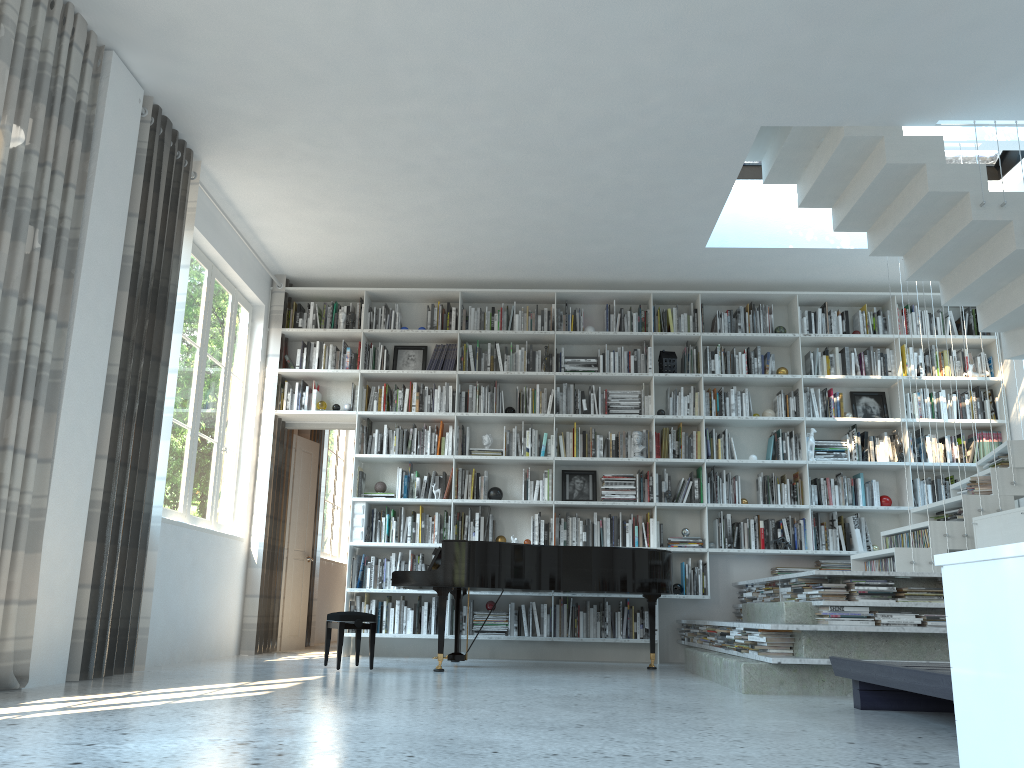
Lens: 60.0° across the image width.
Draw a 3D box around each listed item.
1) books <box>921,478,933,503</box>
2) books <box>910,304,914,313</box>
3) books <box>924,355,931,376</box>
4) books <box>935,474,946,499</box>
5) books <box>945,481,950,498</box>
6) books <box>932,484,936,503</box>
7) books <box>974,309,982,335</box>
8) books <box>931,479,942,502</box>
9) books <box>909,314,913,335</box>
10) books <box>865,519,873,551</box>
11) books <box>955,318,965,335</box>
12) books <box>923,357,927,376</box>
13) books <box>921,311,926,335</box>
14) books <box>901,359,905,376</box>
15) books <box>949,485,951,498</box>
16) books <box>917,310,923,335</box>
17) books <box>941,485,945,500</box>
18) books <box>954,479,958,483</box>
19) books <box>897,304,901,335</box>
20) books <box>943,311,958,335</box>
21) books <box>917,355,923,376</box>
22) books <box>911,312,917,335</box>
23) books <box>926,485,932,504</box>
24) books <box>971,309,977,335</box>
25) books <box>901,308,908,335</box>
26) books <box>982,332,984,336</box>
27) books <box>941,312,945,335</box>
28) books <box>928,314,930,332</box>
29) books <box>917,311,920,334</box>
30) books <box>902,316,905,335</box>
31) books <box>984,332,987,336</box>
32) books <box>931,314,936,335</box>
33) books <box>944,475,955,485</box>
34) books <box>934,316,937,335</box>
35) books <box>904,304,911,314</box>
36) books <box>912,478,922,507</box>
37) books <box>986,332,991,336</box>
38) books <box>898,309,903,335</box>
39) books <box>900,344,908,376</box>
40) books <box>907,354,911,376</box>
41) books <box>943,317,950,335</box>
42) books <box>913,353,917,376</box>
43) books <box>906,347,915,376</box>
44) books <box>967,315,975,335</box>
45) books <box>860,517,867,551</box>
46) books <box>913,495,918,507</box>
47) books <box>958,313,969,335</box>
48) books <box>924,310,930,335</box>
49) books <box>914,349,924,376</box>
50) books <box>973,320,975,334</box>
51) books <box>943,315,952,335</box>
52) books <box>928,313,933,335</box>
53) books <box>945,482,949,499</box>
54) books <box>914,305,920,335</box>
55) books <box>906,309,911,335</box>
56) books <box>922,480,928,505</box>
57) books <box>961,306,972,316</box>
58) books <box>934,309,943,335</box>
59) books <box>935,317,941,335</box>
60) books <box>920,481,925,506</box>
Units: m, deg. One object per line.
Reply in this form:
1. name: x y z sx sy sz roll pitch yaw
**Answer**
1. books: 3.500 0.930 7.469 0.024 0.266 0.133 1 -14 2
2. books: 3.522 -0.522 7.823 0.012 0.325 0.151 1 -14 2
3. books: 3.565 -0.129 7.647 0.025 0.211 0.135 1 -14 2
4. books: 3.612 0.916 7.464 0.013 0.296 0.141 1 -14 2
5. books: 3.646 0.945 7.466 0.027 0.241 0.132 1 -14 2
6. books: 3.524 0.957 7.455 0.025 0.207 0.149 1 -14 2
7. books: 4.056 -0.504 7.771 0.014 0.286 0.190 1 -14 2
8. books: 3.550 0.932 7.433 0.027 0.248 0.184 1 -14 2
9. books: 3.468 -0.482 7.790 0.022 0.228 0.175 1 -14 2
10. books: 2.948 1.272 7.392 0.062 0.273 0.148 1 -14 2
11. books: 3.909 -0.459 7.771 0.024 0.192 0.187 1 -14 2
12. books: 3.534 -0.115 7.679 0.038 0.198 0.171 1 -14 2
13. books: 3.591 -0.491 7.803 0.022 0.258 0.163 1 -14 2
14. books: 3.341 -0.171 7.668 0.036 0.293 0.135 1 -14 2
15. books: 3.669 0.957 7.434 0.021 0.205 0.175 1 -14 2
16. books: 3.566 -0.498 7.810 0.027 0.275 0.148 1 -14 2
17. books: 3.591 0.962 7.453 0.027 0.200 0.164 1 -14 2
18. books: 3.719 0.939 7.457 0.012 0.253 0.161 1 -14 2
19. books: 3.370 -0.524 7.803 0.011 0.312 0.173 1 -14 2
20. books: 3.865 -0.494 7.808 0.069 0.276 0.132 1 -14 2
21. books: 3.478 -0.127 7.626 0.024 0.193 0.190 1 -14 2
22. books: 3.504 -0.486 7.798 0.023 0.243 0.183 1 -14 2
23. books: 3.472 0.957 7.444 0.029 0.201 0.173 1 -14 2
24. books: 4.044 -0.499 7.802 0.012 0.291 0.140 1 -14 2
25. books: 3.439 -0.507 7.807 0.013 0.285 0.151 1 -14 2
26. books: 4.080 -0.450 7.772 0.036 0.182 0.162 1 -14 2
27. books: 3.762 -0.490 7.804 0.015 0.262 0.143 1 -14 2
28. books: 3.636 -0.480 7.798 0.011 0.236 0.148 1 -14 2
29. books: 3.546 -0.492 7.808 0.014 0.259 0.168 1 -14 2
30. books: 3.420 -0.473 7.815 0.025 0.222 0.137 1 -14 2
31. books: 4.106 -0.480 7.782 0.014 0.247 0.185 1 -14 2
32. books: 3.681 -0.479 7.798 0.025 0.236 0.144 1 -14 2
33. books: 3.686 0.921 7.451 0.011 0.284 0.161 1 -14 2
34. books: 3.701 -0.469 7.813 0.014 0.225 0.133 1 -14 2
35. books: 3.487 -0.526 7.823 0.014 0.330 0.143 1 -14 2
36. books: 3.388 0.931 7.449 0.024 0.251 0.176 1 -14 2
37. books: 4.125 -0.478 7.768 0.025 0.236 0.188 1 -14 2
38. books: 3.396 -0.502 7.811 0.022 0.274 0.160 1 -14 2
39. books: 3.364 -0.177 7.644 0.010 0.293 0.183 1 -14 2
40. books: 3.380 -0.133 7.634 0.024 0.204 0.166 1 -14 2
41. books: 3.797 -0.465 7.793 0.057 0.211 0.163 1 -14 2
42. books: 3.442 -0.141 7.636 0.049 0.223 0.162 1 -14 2
43. books: 3.405 -0.163 7.631 0.026 0.262 0.189 1 -14 2
44. books: 3.995 -0.470 7.768 0.012 0.215 0.193 1 -14 2
45. books: 2.904 1.263 7.385 0.025 0.286 0.160 1 -14 2
46. books: 3.334 0.922 7.468 0.085 0.277 0.160 1 -14 2
47. books: 3.956 -0.480 7.792 0.068 0.246 0.161 1 -14 2
48. books: 3.616 -0.493 7.804 0.029 0.263 0.179 1 -14 2
49. books: 3.503 -0.157 7.648 0.023 0.263 0.158 1 -14 2
50. books: 4.026 -0.465 7.798 0.021 0.222 0.131 1 -14 2
51. books: 3.831 -0.473 7.808 0.010 0.235 0.132 1 -14 2
52. books: 3.655 -0.484 7.808 0.027 0.249 0.155 1 -14 2
53. books: 3.625 0.947 7.450 0.014 0.230 0.172 1 -14 2
54. books: 3.533 -0.516 7.806 0.012 0.305 0.185 1 -14 2
55. books: 3.451 -0.502 7.792 0.012 0.268 0.185 1 -14 2
56. books: 3.447 0.938 7.455 0.022 0.241 0.151 1 -14 2
57. books: 4.009 -0.511 7.802 0.014 0.312 0.162 1 -14 2
58. books: 3.749 -0.499 7.811 0.012 0.284 0.160 1 -14 2
59. books: 3.721 -0.464 7.796 0.026 0.207 0.163 1 -14 2
60. books: 3.418 0.941 7.454 0.037 0.235 0.153 1 -14 2
